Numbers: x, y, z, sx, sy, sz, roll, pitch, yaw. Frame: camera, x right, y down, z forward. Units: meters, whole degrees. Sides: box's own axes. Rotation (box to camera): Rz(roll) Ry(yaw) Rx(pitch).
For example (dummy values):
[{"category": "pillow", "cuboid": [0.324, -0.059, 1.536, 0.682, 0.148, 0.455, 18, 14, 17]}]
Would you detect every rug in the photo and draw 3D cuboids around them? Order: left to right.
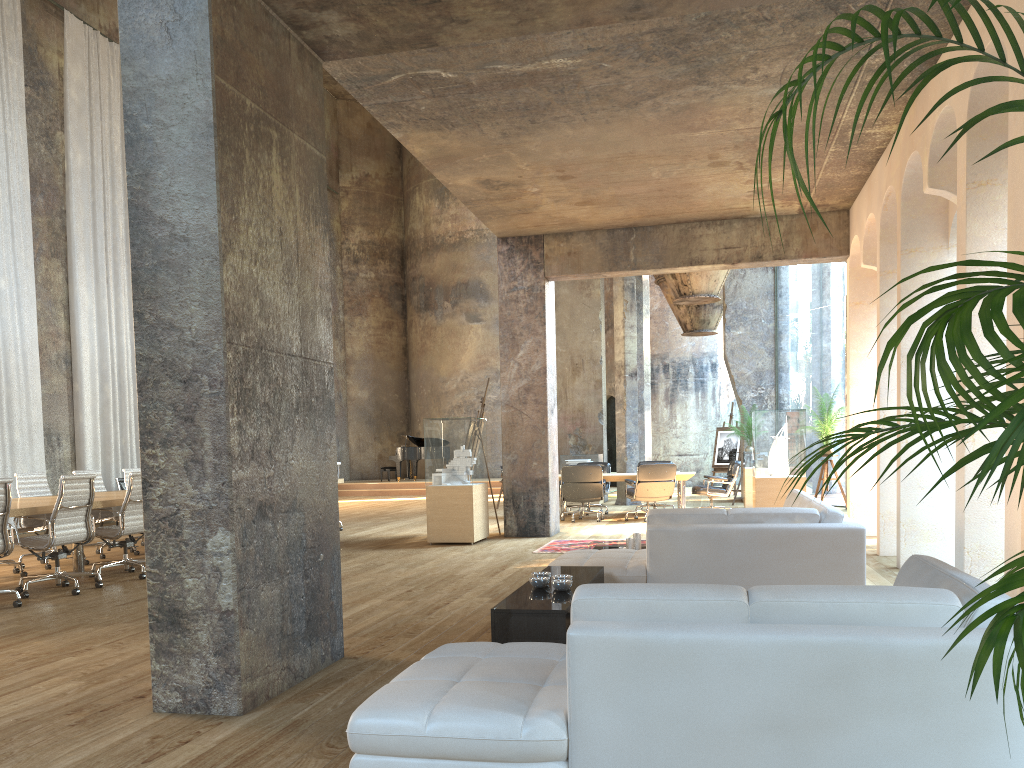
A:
[{"category": "rug", "cuboid": [1.560, 1.848, 10.033, 2.464, 0.009, 1.343, -2, -4, 13]}]

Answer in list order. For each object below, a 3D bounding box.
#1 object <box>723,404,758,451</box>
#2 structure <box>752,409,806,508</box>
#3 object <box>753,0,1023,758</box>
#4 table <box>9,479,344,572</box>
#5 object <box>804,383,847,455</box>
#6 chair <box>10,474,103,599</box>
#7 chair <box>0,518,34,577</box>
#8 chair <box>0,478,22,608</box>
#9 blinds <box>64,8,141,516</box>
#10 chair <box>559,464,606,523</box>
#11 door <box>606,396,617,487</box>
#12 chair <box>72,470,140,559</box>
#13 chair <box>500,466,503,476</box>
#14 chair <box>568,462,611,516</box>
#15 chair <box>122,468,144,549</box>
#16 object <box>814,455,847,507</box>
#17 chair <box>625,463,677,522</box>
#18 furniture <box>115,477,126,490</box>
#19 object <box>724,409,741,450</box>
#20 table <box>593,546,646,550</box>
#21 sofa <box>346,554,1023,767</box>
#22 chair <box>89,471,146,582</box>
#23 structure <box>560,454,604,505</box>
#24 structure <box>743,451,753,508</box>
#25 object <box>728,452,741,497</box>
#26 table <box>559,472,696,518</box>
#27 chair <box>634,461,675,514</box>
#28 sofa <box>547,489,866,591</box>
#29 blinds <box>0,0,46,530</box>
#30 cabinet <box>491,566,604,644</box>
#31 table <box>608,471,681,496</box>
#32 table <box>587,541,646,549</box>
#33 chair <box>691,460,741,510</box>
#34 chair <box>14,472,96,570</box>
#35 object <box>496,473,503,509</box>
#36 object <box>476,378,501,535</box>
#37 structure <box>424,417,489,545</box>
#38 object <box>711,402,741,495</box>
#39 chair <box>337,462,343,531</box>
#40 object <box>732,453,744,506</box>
[{"category": "object", "cuboid": [4.363, 0.828, 16.422, 0.859, 0.944, 0.685, -1, 1, 15]}, {"category": "structure", "cuboid": [3.345, 1.113, 11.037, 0.594, 1.555, 0.739, -1, 2, 13]}, {"category": "object", "cuboid": [1.127, 0.308, 1.428, 1.402, 1.821, 1.351, -1, 1, 19]}, {"category": "table", "cuboid": [-4.209, 1.615, 10.007, 1.602, 0.761, 7.699, -2, -4, 13]}, {"category": "object", "cuboid": [4.055, 0.455, 11.324, 0.688, 0.944, 0.857, -1, 0, 3]}, {"category": "chair", "cuboid": [-3.991, 1.300, 7.618, 0.699, 1.030, 0.662, -1, 1, 16]}, {"category": "chair", "cuboid": [-5.176, 1.410, 8.691, 0.699, 1.030, 0.662, -1, 1, 12]}, {"category": "chair", "cuboid": [-4.202, 1.236, 6.695, 0.699, 1.030, 0.662, -1, 1, 18]}, {"category": "blinds", "cuboid": [-6.549, -1.697, 18.626, 0.275, 8.684, 7.803, -1, 0, 14]}, {"category": "chair", "cuboid": [1.104, 1.695, 13.704, 0.730, 0.896, 0.819, -1, 0, 7]}, {"category": "door", "cuboid": [2.942, 1.645, 25.276, 0.110, 2.644, 0.900, -4, 4, -35]}, {"category": "chair", "cuboid": [-4.786, 1.532, 10.459, 0.699, 1.030, 0.662, -1, 1, 21]}, {"category": "chair", "cuboid": [0.238, 1.787, 14.650, 0.821, 0.897, 0.727, -1, 0, 9]}, {"category": "chair", "cuboid": [1.330, 1.799, 15.170, 0.730, 0.896, 0.818, -1, 0, 19]}, {"category": "chair", "cuboid": [-4.591, 1.593, 11.335, 0.699, 1.030, 0.662, -1, 1, 18]}, {"category": "object", "cuboid": [4.017, 1.410, 11.389, 0.657, 0.977, 0.569, -2, 2, -23]}, {"category": "chair", "cuboid": [2.097, 1.656, 13.510, 0.729, 0.896, 0.820, -2, 0, -14]}, {"category": "furniture", "cuboid": [-6.104, 2.037, 15.570, 0.709, 0.844, 1.868, -1, -3, 13]}, {"category": "object", "cuboid": [4.923, 0.993, 18.813, 0.688, 0.944, 0.856, -1, 0, 33]}, {"category": "table", "cuboid": [1.076, 1.603, 7.843, 0.790, 0.203, 1.108, -2, -4, 13]}, {"category": "sofa", "cuboid": [0.595, 0.990, 2.982, 2.068, 0.724, 1.069, -2, -2, 12]}, {"category": "chair", "cuboid": [-3.791, 1.362, 8.512, 0.699, 1.030, 0.662, -1, 1, 18]}, {"category": "structure", "cuboid": [1.392, 1.901, 17.385, 0.743, 1.019, 0.732, -1, 1, 13]}, {"category": "structure", "cuboid": [4.436, 1.674, 15.353, 0.735, 1.019, 0.740, -1, 1, 13]}, {"category": "object", "cuboid": [4.996, 1.942, 18.833, 0.658, 0.977, 0.568, -1, 1, 7]}, {"category": "table", "cuboid": [1.754, 1.818, 14.300, 2.411, 0.703, 1.102, -2, -2, 13]}, {"category": "chair", "cuboid": [2.419, 1.754, 14.922, 0.730, 0.896, 0.819, -1, 0, 14]}, {"category": "sofa", "cuboid": [1.517, 1.272, 7.076, 2.065, 0.724, 2.923, -2, -4, 13]}, {"category": "blinds", "cuboid": [-8.449, -2.279, 10.207, 0.275, 8.684, 7.803, -1, 0, 14]}, {"category": "cabinet", "cuboid": [0.238, 1.328, 5.013, 0.396, 0.370, 1.559, -2, -4, 13]}, {"category": "table", "cuboid": [2.949, 2.321, 20.401, 1.872, 0.549, 0.939, -2, -2, 13]}, {"category": "table", "cuboid": [1.157, 1.607, 8.201, 0.860, 0.247, 0.369, -2, -2, 13]}, {"category": "chair", "cuboid": [3.204, 1.662, 13.963, 0.821, 0.897, 0.727, -1, 0, 7]}, {"category": "chair", "cuboid": [-4.982, 1.473, 9.602, 0.699, 1.030, 0.662, -1, 1, 18]}, {"category": "object", "cuboid": [0.150, 1.359, 16.915, 0.701, 2.157, 0.681, 1, 4, 45]}, {"category": "object", "cuboid": [-0.515, 0.998, 11.868, 0.685, 2.157, 0.697, -1, 3, 12]}, {"category": "structure", "cuboid": [-0.684, 1.210, 11.011, 0.594, 1.555, 0.739, -1, 2, 13]}, {"category": "object", "cuboid": [4.944, 1.470, 19.988, 0.701, 2.157, 0.681, 1, 4, 42]}, {"category": "chair", "cuboid": [-2.854, 1.662, 12.838, 0.699, 1.030, 0.662, -1, 1, 18]}, {"category": "object", "cuboid": [4.521, 1.770, 16.368, 0.656, 0.977, 0.570, -2, 2, -41]}]
